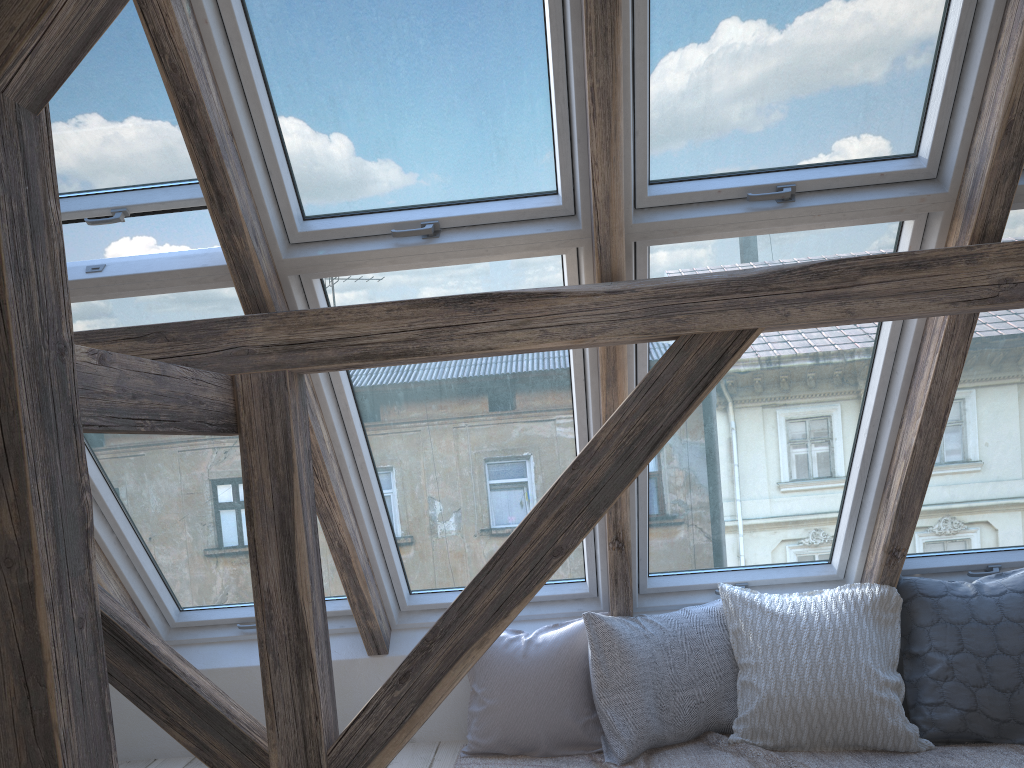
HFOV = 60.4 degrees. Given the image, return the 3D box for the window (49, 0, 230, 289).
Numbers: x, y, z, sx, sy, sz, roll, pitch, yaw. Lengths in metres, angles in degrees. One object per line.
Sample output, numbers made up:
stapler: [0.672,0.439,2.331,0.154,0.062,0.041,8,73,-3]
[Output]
window: [-1.204,-0.927,1.941,0.856,1.279,1.348,-5,-1,3]

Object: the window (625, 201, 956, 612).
window: [0.786,0.162,2.828,0.856,1.280,1.094,-5,0,4]

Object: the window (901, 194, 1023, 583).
window: [1.701,0.080,2.766,0.856,1.280,1.094,-5,0,4]

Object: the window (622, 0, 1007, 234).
window: [0.623,-1.093,1.771,0.856,1.280,1.094,-5,0,4]

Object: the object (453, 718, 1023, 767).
object: [1.319,1.093,2.045,3.189,0.056,2.188,-5,-4,4]

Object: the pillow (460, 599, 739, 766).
pillow: [0.362,1.044,3.093,1.132,0.527,0.434,-5,0,-4]

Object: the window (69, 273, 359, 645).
window: [-1.044,0.325,2.952,0.856,1.280,1.094,-5,0,4]

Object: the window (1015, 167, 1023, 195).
window: [1.538,-1.175,1.709,0.856,1.280,1.094,-5,0,4]

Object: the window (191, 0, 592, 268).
window: [-0.292,-1.012,1.833,0.856,1.280,1.094,-5,0,4]

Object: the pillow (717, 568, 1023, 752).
pillow: [1.345,0.919,2.998,1.273,0.565,0.466,-5,0,5]

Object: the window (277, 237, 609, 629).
window: [-0.129,0.243,2.890,0.856,1.280,1.094,-5,0,4]
